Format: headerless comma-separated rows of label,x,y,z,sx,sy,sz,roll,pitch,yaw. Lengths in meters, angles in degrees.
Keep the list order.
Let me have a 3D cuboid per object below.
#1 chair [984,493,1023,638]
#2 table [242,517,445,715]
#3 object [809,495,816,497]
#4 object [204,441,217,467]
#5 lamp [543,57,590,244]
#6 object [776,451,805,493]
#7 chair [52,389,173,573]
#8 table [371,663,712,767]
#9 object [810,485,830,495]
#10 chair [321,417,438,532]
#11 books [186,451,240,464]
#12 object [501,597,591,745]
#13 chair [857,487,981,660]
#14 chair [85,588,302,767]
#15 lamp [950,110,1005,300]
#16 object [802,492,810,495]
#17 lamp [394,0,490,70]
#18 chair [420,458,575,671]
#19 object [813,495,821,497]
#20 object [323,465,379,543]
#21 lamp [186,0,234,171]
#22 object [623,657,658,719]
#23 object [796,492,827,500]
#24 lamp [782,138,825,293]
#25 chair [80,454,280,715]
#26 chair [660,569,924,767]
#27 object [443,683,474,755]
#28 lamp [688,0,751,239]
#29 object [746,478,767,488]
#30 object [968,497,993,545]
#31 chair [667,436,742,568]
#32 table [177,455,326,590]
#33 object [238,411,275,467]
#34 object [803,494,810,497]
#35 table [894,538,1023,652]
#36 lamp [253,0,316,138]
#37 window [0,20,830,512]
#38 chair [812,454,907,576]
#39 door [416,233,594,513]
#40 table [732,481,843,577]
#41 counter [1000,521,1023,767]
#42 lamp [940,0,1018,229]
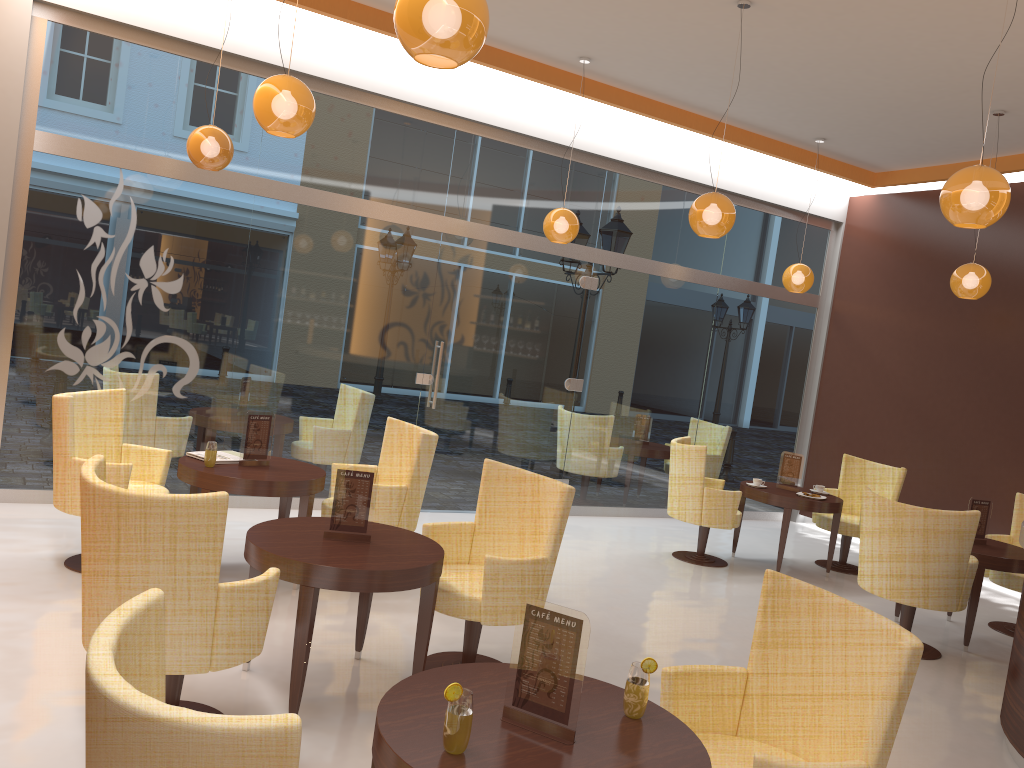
chair,3.989,1.390,6.720,0.685,1.017,0.729,7,3,-23
table,-0.781,1.036,3.977,0.872,0.679,0.874,8,3,6
object,2.554,0.954,7.547,0.055,0.014,0.053,11,4,43
object,-1.767,0.413,5.202,0.067,0.148,0.067,8,3,-6
lamp,0.490,-1.905,7.254,0.299,1.500,0.299,10,4,34
object,2.461,0.773,7.839,0.209,0.335,0.042,10,4,35
chair,-2.392,0.568,5.274,0.685,1.017,0.729,8,3,2
table,0.034,1.238,2.347,0.872,0.679,0.874,8,3,1
object,2.756,0.945,7.932,0.153,0.069,0.153,8,3,-8
chair,-0.886,0.753,5.778,0.685,1.017,0.729,6,3,-27
books,-1.793,0.454,5.505,0.273,0.028,0.339,10,4,35
object,0.584,0.849,1.501,0.187,0.335,2.090,6,4,-34
chair,2.644,1.247,5.865,0.729,1.017,0.685,10,4,38
chair,-0.552,1.012,1.828,0.685,1.017,0.729,5,4,-42
lamp,3.782,-1.433,7.117,0.299,1.500,0.299,10,4,38
object,2.520,0.939,7.606,0.052,0.016,0.055,6,4,-31
lamp,-0.133,-1.750,2.739,0.299,1.500,0.299,8,3,-5
chair,-0.115,0.934,4.434,0.685,1.017,0.729,6,4,-33
object,2.610,0.960,7.582,0.052,0.018,0.055,8,3,-6
object,-0.715,0.533,3.958,0.209,0.335,0.042,7,3,-12
lamp,-1.912,-2.168,5.840,0.299,1.500,0.299,6,4,-30
object,0.352,0.846,2.481,0.067,0.171,0.072,11,4,42
object,2.560,0.961,7.588,0.234,0.020,0.234,10,4,31
lamp,2.893,-1.641,8.667,0.299,1.500,0.299,10,3,27
chair,-1.294,0.825,3.358,0.729,1.017,0.685,10,3,28
chair,0.777,1.153,2.707,0.685,1.017,0.729,7,3,-13
object,-0.128,0.798,2.124,0.067,0.171,0.072,9,3,17
lamp,1.380,-1.696,5.703,0.299,1.500,0.299,7,3,-20
object,2.145,0.867,7.767,0.153,0.069,0.153,6,4,-30
object,3.334,0.977,6.342,0.209,0.335,0.042,7,3,-16
chair,1.647,1.010,7.650,0.685,1.017,0.729,8,3,2
table,-1.628,0.837,5.452,0.872,0.679,0.874,9,3,16
object,-1.557,0.336,5.425,0.042,0.335,0.209,11,4,43
object,2.515,0.948,7.571,0.054,0.018,0.051,9,3,17
table,3.253,1.476,6.381,0.872,0.679,0.874,9,3,16
lamp,-1.023,-1.959,4.290,0.299,1.500,0.299,6,4,-30
window,-0.016,-0.512,8.251,8.200,3.380,0.040,6,4,-30
chair,3.154,1.196,8.155,0.685,1.017,0.729,6,3,-27
door,-0.086,-0.018,8.278,1.640,2.499,0.020,6,4,-30
table,2.412,1.280,7.829,0.872,0.679,0.874,9,3,16
counter,3.166,1.376,4.051,1.586,1.100,2.917,9,3,15
lamp,2.269,-1.487,4.152,0.299,1.500,0.299,10,4,38
